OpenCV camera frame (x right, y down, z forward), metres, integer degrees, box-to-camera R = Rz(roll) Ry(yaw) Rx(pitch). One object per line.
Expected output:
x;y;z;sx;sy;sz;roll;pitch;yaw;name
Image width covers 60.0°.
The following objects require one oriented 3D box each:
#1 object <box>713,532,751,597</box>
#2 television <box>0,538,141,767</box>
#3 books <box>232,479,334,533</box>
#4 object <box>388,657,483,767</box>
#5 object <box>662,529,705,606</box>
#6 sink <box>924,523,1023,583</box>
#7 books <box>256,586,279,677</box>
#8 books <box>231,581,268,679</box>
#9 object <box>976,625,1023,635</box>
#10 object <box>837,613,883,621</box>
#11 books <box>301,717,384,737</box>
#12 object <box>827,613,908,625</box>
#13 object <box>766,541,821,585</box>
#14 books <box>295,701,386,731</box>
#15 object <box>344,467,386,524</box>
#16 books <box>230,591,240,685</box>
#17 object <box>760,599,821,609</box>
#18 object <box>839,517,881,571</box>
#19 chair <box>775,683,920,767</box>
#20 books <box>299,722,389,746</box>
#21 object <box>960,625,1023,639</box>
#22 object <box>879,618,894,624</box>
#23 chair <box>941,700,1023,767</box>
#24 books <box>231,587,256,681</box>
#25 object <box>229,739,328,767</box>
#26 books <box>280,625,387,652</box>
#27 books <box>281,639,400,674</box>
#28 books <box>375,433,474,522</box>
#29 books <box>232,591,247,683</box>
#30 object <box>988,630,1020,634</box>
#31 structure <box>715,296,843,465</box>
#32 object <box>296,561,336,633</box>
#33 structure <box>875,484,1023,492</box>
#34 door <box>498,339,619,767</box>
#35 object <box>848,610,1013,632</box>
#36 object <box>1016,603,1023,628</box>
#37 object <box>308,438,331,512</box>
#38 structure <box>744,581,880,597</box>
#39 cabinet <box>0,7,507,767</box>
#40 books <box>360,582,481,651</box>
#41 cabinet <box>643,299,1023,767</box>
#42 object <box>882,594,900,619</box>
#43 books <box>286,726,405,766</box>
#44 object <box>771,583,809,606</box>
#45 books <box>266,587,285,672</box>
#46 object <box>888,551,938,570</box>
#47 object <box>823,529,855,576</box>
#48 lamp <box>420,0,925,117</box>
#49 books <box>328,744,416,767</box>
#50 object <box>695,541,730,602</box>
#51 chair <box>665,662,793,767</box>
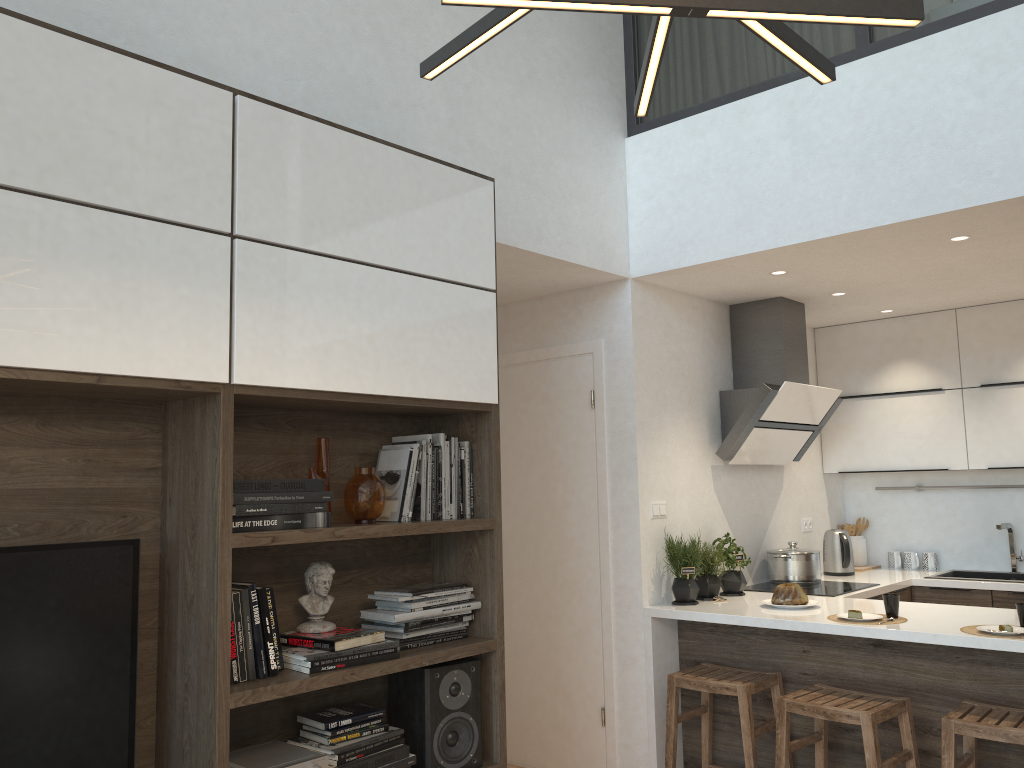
1.098;0.908;4.481;0.172;0.311;0.179;4;-8;-37;object
-1.359;0.738;1.769;0.229;0.779;1.220;-7;-9;42;television
-0.723;0.340;2.503;0.277;0.137;0.343;-6;-8;37;books
-0.247;1.066;2.883;0.214;0.331;0.244;4;-8;-37;object
0.812;0.852;4.186;0.186;0.367;0.196;-7;-9;42;object
2.758;1.049;4.967;0.706;0.518;0.512;-7;-9;42;sink
-0.722;0.678;2.452;0.177;0.242;0.066;-7;-9;42;books
-0.748;0.671;2.435;0.193;0.255;0.066;-7;-9;41;books
1.777;0.892;3.203;0.176;0.014;0.176;5;-9;-43;object
1.407;0.945;3.587;0.176;0.014;0.176;-5;-8;32;object
-0.506;1.017;2.659;0.142;0.015;0.198;-7;-9;40;books
1.442;0.954;3.605;0.305;0.002;0.305;-3;-7;11;object
1.558;0.984;4.905;0.315;0.223;0.288;-1;-7;-7;object
-0.516;1.000;2.673;0.213;0.023;0.161;5;-9;-44;books
-0.453;0.343;2.734;0.130;0.171;0.130;0;-7;-8;object
-0.801;0.674;2.381;0.189;0.240;0.053;-7;-9;42;books
1.259;0.995;4.007;0.261;0.021;0.261;-6;-8;36;object
2.177;1.016;5.661;0.221;0.316;0.330;-7;-9;42;object
1.253;1.479;3.308;0.350;0.600;0.450;5;-9;-42;chair
-0.503;1.036;2.656;0.213;0.023;0.161;5;-9;-44;books
1.804;0.904;3.236;0.304;0.002;0.304;1;-7;-15;object
1.477;0.935;3.501;0.126;0.011;0.025;5;-9;-43;object
1.715;1.433;2.995;0.450;0.600;0.350;-7;-9;40;chair
-0.759;0.673;2.406;0.169;0.242;0.050;-7;-9;41;books
-0.684;1.098;2.380;0.270;0.174;0.285;-7;-9;42;object
-0.541;0.753;2.632;0.266;0.030;0.209;-6;-8;35;books
-0.526;0.788;2.603;0.310;0.047;0.250;5;-9;-42;books
-0.316;0.312;2.975;0.201;0.287;0.332;-7;-9;42;books
-0.780;0.676;2.394;0.170;0.236;0.049;-7;-9;42;books
1.752;0.884;3.157;0.025;0.012;0.126;2;-8;-29;object
1.476;-0.060;4.900;0.407;0.998;0.898;-7;-9;42;structure
-0.592;0.640;2.683;0.117;0.207;0.116;0;-7;-7;object
3.466;0.537;4.740;3.000;0.045;0.050;-7;-9;42;structure
0.114;0.884;4.555;0.974;2.136;0.085;-7;-9;42;door
1.582;0.904;3.392;0.597;0.039;0.064;-7;-8;38;object
1.888;0.856;3.253;0.066;0.093;0.066;-3;-7;15;object
-0.594;0.297;2.714;0.082;0.265;0.081;2;-7;-26;object
1.563;1.077;4.707;0.550;0.006;0.609;-7;-9;42;structure
-1.505;0.391;1.591;0.338;2.494;4.036;-7;-9;42;cabinet
-0.309;0.752;2.893;0.224;0.176;0.374;-7;-9;41;books
2.697;0.602;3.847;3.495;2.401;2.401;-7;-9;42;cabinet
1.544;0.905;3.607;0.066;0.093;0.066;0;-7;-12;object
-0.496;1.068;2.649;0.224;0.042;0.277;-6;-8;37;books
1.257;0.958;4.027;0.155;0.101;0.161;-6;-8;38;object
-0.723;0.687;2.497;0.179;0.233;0.077;-7;-9;42;books
2.493;1.100;5.527;0.297;0.105;0.112;-8;-9;44;object
1.943;1.004;5.300;0.179;0.270;0.220;-5;-8;29;object
0.175;-2.263;1.290;0.831;3.645;1.200;4;-8;-37;lamp
-0.476;1.149;2.631;0.248;0.123;0.307;-6;-8;37;books
0.962;0.908;4.340;0.211;0.283;0.221;3;-8;-34;object
0.919;1.541;3.776;0.450;0.600;0.350;-7;-9;42;chair
